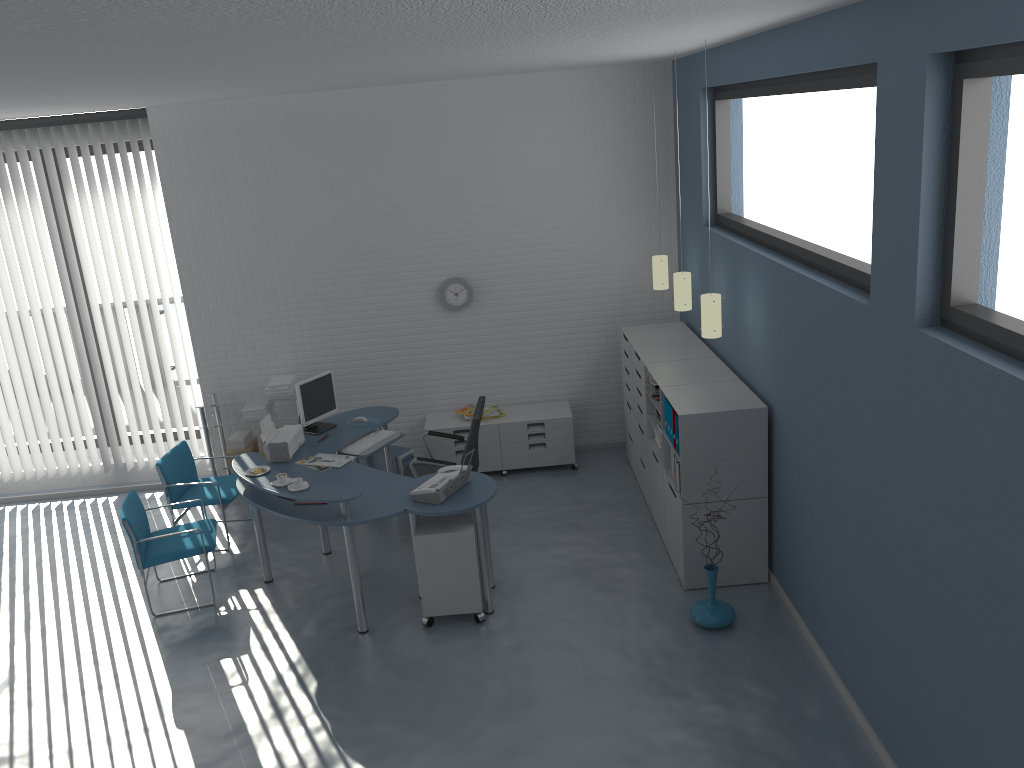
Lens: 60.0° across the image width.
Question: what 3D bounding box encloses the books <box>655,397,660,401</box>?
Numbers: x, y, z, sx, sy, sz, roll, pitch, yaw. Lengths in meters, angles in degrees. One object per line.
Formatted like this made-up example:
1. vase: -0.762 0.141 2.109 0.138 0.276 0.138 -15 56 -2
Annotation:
1. books: 1.079 0.059 6.158 0.209 0.019 0.265 -5 17 0

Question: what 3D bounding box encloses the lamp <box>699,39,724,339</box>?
1. lamp: 1.144 -1.144 5.159 0.120 1.786 0.120 -19 22 -39

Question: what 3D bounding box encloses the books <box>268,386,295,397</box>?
1. books: -1.917 0.049 7.409 0.190 0.015 0.270 -6 17 -3

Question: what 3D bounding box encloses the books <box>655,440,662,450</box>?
1. books: 1.162 0.413 6.246 0.270 0.015 0.190 -5 17 0

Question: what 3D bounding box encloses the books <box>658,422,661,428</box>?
1. books: 1.100 0.289 5.911 0.212 0.023 0.224 -5 17 0

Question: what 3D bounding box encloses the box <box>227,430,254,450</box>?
1. box: -2.295 0.472 7.499 0.139 0.090 0.234 -4 17 4

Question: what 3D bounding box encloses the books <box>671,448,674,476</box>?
1. books: 1.101 0.484 5.699 0.157 0.203 0.040 -5 17 0

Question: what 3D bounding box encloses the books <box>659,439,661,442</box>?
1. books: 1.162 0.357 6.222 0.270 0.015 0.190 -4 17 2

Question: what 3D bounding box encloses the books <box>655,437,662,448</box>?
1. books: 1.160 0.398 6.241 0.270 0.015 0.190 -6 17 -3

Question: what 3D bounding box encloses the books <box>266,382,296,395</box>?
1. books: -1.927 0.036 7.401 0.190 0.015 0.270 -5 17 1

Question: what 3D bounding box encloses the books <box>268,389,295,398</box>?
1. books: -1.916 0.063 7.413 0.190 0.015 0.270 -5 17 0

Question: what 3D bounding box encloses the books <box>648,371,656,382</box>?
1. books: 1.066 -0.070 6.123 0.212 0.024 0.258 -5 17 0

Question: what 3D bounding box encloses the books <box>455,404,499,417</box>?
1. books: -0.297 0.225 7.518 0.300 0.020 0.210 6 20 33

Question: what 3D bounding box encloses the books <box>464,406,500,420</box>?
1. books: -0.259 0.243 7.515 0.300 0.020 0.210 -7 17 -5

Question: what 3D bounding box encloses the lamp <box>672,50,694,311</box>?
1. lamp: 1.118 -1.372 5.926 0.120 1.786 0.120 -19 22 -39

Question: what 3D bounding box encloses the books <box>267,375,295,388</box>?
1. books: -1.924 -0.023 7.387 0.190 0.015 0.270 -7 17 -5

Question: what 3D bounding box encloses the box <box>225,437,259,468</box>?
1. box: -2.286 0.579 7.531 0.207 0.133 0.347 -7 17 -5

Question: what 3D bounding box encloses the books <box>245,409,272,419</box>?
1. books: -2.130 0.235 7.468 0.190 0.015 0.270 -6 17 -4

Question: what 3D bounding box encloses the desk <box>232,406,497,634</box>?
1. desk: -1.093 0.833 6.015 1.402 0.900 2.282 -13 18 -24

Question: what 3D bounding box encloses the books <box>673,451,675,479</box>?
1. books: 1.104 0.504 5.640 0.157 0.198 0.022 -5 17 0

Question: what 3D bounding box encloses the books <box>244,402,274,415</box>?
1. books: -2.125 0.206 7.457 0.190 0.015 0.270 -6 17 -2

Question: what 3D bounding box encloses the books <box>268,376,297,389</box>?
1. books: -1.912 -0.012 7.400 0.190 0.015 0.270 -5 17 0

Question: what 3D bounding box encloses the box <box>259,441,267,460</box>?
1. box: -1.993 0.552 7.533 0.207 0.133 0.347 -5 17 0

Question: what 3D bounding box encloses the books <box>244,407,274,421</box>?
1. books: -2.129 0.249 7.472 0.190 0.015 0.270 -6 17 -2

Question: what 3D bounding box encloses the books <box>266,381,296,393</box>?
1. books: -1.927 0.020 7.403 0.190 0.015 0.270 -5 17 0

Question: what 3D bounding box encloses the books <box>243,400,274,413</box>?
1. books: -2.128 0.190 7.460 0.190 0.015 0.270 -5 17 1

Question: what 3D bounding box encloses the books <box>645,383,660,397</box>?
1. books: 1.064 0.032 6.163 0.234 0.034 0.240 -5 17 0

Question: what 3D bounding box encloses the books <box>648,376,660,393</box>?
1. books: 1.072 -0.003 6.140 0.212 0.044 0.265 -5 17 0

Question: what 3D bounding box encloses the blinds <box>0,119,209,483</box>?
1. blinds: -4.830 -0.529 7.510 4.001 2.955 0.158 -5 17 0

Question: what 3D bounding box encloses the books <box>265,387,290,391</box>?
1. books: -1.928 0.008 7.391 0.190 0.015 0.270 -4 17 2

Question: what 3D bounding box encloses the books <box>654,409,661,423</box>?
1. books: 1.088 0.217 5.919 0.224 0.041 0.283 -5 17 0

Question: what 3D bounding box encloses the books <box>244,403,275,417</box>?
1. books: -2.123 0.219 7.467 0.190 0.015 0.270 -5 17 0

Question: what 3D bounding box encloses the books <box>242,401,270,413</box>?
1. books: -2.145 0.181 7.442 0.190 0.015 0.270 -6 17 -3

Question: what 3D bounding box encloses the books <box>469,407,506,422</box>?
1. books: -0.229 0.258 7.529 0.300 0.020 0.210 -10 17 -15

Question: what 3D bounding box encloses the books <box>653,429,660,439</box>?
1. books: 1.146 0.339 6.234 0.270 0.015 0.190 -5 17 0

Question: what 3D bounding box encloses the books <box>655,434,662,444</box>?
1. books: 1.156 0.372 6.226 0.270 0.015 0.190 -5 17 0

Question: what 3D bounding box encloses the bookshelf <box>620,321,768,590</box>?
1. bookshelf: 1.238 0.375 6.410 0.521 1.141 2.294 -5 17 0

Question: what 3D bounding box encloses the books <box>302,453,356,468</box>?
1. books: -1.238 0.519 6.012 0.300 0.010 0.200 2 18 23

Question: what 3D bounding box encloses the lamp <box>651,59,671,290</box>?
1. lamp: 1.092 -1.600 6.692 0.120 1.786 0.120 -19 22 -39

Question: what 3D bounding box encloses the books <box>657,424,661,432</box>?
1. books: 1.102 0.311 5.938 0.212 0.034 0.265 -5 17 0

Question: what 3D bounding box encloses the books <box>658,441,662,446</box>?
1. books: 1.163 0.386 6.229 0.270 0.015 0.190 -5 17 1

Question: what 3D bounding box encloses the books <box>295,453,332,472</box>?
1. books: -1.300 0.530 6.002 0.300 0.005 0.200 10 23 42
